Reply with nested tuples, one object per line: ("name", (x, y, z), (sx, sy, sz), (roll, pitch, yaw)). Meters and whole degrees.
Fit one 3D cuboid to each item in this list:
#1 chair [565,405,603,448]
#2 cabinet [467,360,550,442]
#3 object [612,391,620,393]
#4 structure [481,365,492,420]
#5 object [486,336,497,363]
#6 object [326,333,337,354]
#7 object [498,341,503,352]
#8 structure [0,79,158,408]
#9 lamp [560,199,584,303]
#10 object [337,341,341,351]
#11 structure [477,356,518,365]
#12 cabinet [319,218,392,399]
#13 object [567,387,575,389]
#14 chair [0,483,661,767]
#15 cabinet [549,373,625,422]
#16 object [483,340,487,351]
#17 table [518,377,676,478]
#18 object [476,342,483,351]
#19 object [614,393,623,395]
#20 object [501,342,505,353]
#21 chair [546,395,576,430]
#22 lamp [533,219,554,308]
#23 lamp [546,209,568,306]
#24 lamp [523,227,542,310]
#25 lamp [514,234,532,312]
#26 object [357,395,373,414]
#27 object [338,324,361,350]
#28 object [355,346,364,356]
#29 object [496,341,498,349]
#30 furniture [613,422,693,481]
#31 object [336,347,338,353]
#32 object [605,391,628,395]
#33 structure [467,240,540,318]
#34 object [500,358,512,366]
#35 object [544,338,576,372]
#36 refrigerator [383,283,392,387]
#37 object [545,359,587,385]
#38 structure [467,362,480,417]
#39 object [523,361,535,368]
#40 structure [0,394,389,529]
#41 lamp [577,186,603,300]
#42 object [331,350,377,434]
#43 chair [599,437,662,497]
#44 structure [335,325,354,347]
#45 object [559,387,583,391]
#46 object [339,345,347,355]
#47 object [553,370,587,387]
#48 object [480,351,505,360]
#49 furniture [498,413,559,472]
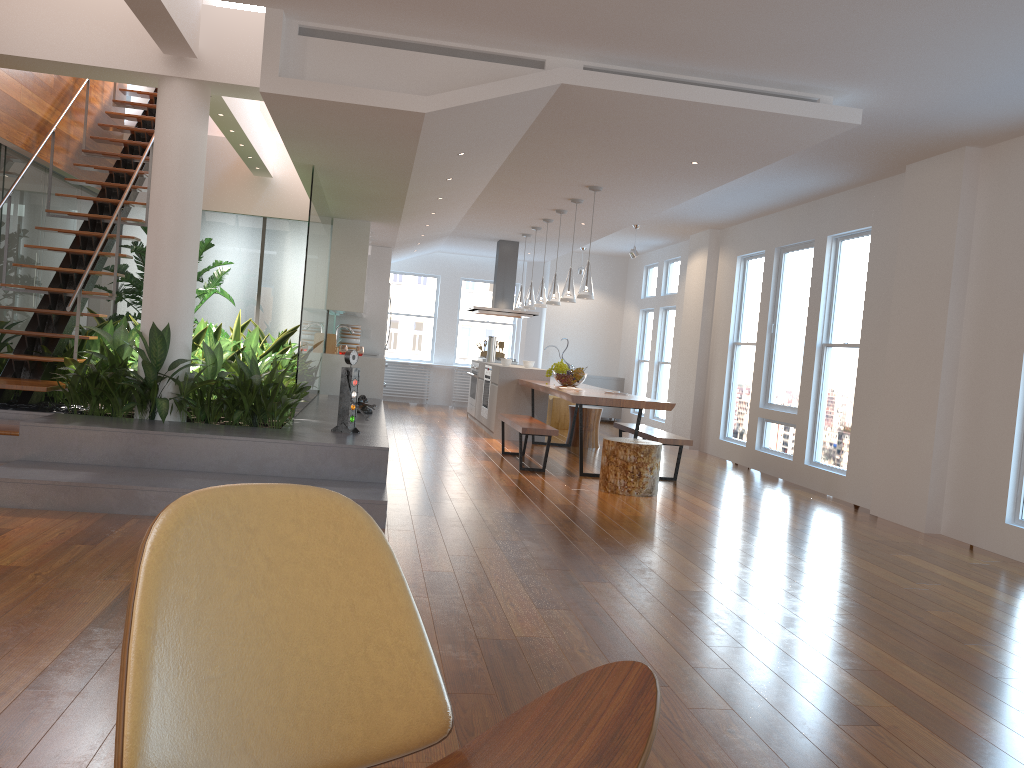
("chair", (0.828, 0.491, 10.192), (0.396, 0.455, 0.402), (4, 2, -19))
("cabinet", (-0.107, 0.160, 11.574), (0.597, 0.832, 2.936), (5, 2, -9))
("object", (0.970, 0.079, 8.256), (0.079, 0.030, 0.070), (7, 3, 34))
("structure", (-0.308, 0.094, 11.029), (0.072, 0.648, 0.644), (5, 2, -9))
("object", (-0.265, -0.465, 11.984), (0.120, 0.356, 0.172), (7, 3, 39))
("object", (-2.048, -0.460, 10.066), (0.104, 0.222, 0.200), (5, 2, -9))
("object", (-0.180, -0.473, 12.906), (0.068, 0.298, 0.039), (5, 2, -9))
("structure", (-2.745, -1.788, 7.857), (2.552, 4.265, 4.591), (5, 2, -9))
("lamp", (0.589, -1.322, 8.592), (0.160, 1.060, 0.160), (6, 2, 18))
("object", (-2.182, -0.519, 11.750), (0.265, 0.196, 0.284), (6, 3, 33))
("structure", (-0.207, -0.336, 12.464), (0.520, 0.073, 0.650), (5, 2, -9))
("cabinet", (-2.026, -0.732, 11.828), (0.676, 2.280, 4.565), (5, 2, -9))
("object", (0.547, 0.042, 8.237), (0.079, 0.030, 0.070), (7, 3, 44))
("chair", (-0.204, 0.600, 1.323), (0.856, 0.752, 0.867), (5, 2, -4))
("cabinet", (1.118, 0.205, 14.453), (1.309, 0.725, 0.420), (5, 2, -9))
("object", (-0.396, -0.493, 12.889), (0.055, 0.299, 0.027), (5, 2, -9))
("table", (0.430, 0.323, 10.251), (0.893, 0.704, 5.996), (5, 2, -9))
("object", (-0.433, -0.479, 12.881), (0.199, 0.259, 0.016), (5, 2, 1))
("object", (0.999, 0.091, 8.154), (0.158, 0.017, 0.019), (5, 2, -14))
("object", (-0.146, -0.471, 12.929), (0.057, 0.294, 0.030), (5, 2, -9))
("chair", (0.691, 0.400, 12.410), (0.344, 0.430, 0.549), (5, 2, -5))
("lamp", (0.368, -1.396, 10.019), (0.160, 1.060, 0.160), (6, 2, 18))
("lamp", (0.479, -1.359, 9.306), (0.160, 1.060, 0.160), (6, 2, 18))
("lamp", (0.257, -1.433, 10.733), (0.160, 1.060, 0.160), (6, 2, 18))
("lamp", (0.146, -1.471, 11.446), (0.160, 1.060, 0.160), (6, 2, 18))
("object", (-1.308, 0.171, 7.689), (0.216, 0.155, 0.181), (3, 3, -44))
("object", (-2.083, -0.578, 11.371), (0.267, 0.356, 0.266), (6, 2, 17))
("object", (-1.686, -0.363, 9.805), (0.094, 0.106, 0.094), (5, 2, -3))
("object", (-0.242, -0.479, 12.893), (0.057, 0.299, 0.019), (5, 2, -9))
("furniture", (1.287, 0.632, 8.369), (0.316, 0.389, 1.433), (5, 2, -9))
("object", (-2.075, -0.446, 10.314), (0.100, 0.170, 0.173), (5, 2, -7))
("object", (0.969, 0.085, 8.257), (0.222, 0.020, 0.222), (4, 2, -17))
("structure", (-0.083, -1.659, 12.387), (0.909, 1.405, 0.900), (5, 2, -9))
("object", (-0.068, -0.257, 10.590), (0.152, 0.082, 0.152), (6, 3, 30))
("object", (0.803, -0.465, 14.325), (0.590, 0.563, 0.210), (3, 3, -38))
("refrigerator", (-2.105, -0.551, 12.578), (0.725, 1.772, 0.908), (5, 2, -9))
("object", (0.576, -0.114, 9.236), (0.394, 0.284, 0.292), (3, 3, -45))
("structure", (-0.284, 0.085, 12.462), (0.649, 0.735, 0.890), (5, 2, -9))
("object", (0.196, -0.230, 10.507), (0.152, 0.082, 0.152), (7, 3, 42))
("structure", (-2.619, 0.340, 7.316), (3.088, 0.386, 5.584), (5, 2, -9))
("lamp", (0.700, -1.285, 7.879), (0.160, 1.060, 0.160), (6, 2, 18))
("object", (-1.043, 0.057, 5.985), (0.318, 0.565, 0.134), (6, 2, 27))
("chair", (0.929, 0.645, 6.957), (0.460, 0.400, 0.460), (5, 2, 1))
("structure", (-2.062, -0.459, 10.818), (0.248, 0.536, 0.115), (5, 2, -9))
("object", (0.547, 0.048, 8.237), (0.222, 0.020, 0.222), (6, 3, 31))
("object", (-1.872, -0.380, 9.823), (0.094, 0.106, 0.094), (5, 2, -3))
("object", (0.597, -0.048, 9.228), (0.360, 0.159, 0.360), (7, 3, 44))
("object", (-0.285, -0.404, 12.900), (0.353, 0.157, 0.084), (5, 2, -9))
("furniture", (0.113, 0.535, 8.181), (0.316, 0.389, 1.433), (5, 2, -9))
